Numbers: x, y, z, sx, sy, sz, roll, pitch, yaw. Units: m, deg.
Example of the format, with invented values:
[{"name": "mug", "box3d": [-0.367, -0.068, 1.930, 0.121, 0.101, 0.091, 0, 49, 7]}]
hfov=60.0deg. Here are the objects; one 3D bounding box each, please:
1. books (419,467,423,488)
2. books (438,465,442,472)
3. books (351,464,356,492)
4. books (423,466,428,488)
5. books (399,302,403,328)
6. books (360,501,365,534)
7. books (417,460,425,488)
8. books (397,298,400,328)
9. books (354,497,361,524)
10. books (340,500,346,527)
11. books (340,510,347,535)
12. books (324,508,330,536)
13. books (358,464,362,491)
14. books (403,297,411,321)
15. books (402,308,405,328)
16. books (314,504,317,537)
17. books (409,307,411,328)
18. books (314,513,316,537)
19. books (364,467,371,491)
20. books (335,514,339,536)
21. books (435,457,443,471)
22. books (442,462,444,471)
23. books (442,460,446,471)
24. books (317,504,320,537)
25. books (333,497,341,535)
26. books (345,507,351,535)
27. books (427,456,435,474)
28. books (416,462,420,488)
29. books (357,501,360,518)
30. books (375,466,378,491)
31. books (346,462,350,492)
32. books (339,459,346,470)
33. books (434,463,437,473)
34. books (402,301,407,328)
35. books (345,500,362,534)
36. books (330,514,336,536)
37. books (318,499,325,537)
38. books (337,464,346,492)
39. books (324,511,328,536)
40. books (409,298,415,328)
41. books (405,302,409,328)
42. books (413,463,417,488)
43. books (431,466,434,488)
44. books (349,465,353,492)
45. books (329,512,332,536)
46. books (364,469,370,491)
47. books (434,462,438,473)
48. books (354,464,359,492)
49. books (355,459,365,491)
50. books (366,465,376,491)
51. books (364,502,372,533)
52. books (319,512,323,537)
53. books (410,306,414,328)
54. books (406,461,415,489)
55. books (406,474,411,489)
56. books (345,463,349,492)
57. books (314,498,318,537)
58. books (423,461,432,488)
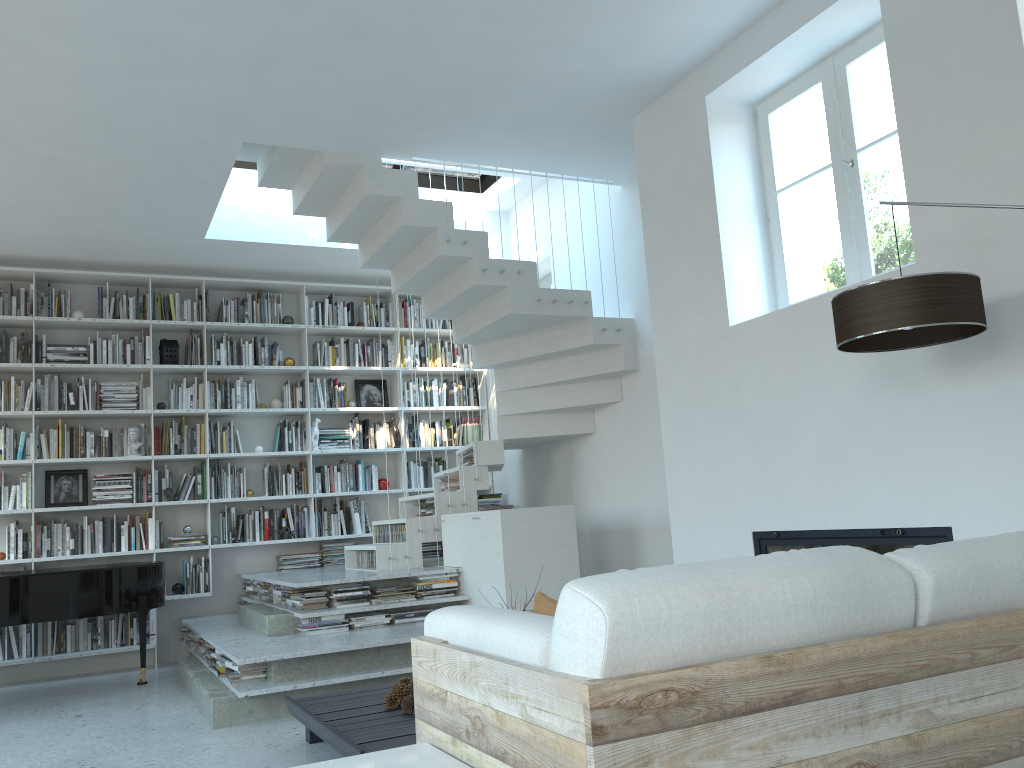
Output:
[{"name": "books", "box3d": [-0.864, 0.870, 8.181, 0.029, 0.201, 0.173, 0, -9, -26]}, {"name": "books", "box3d": [-0.686, 0.868, 8.264, 0.021, 0.205, 0.175, 0, -9, -26]}, {"name": "books", "box3d": [-1.429, 0.844, 7.899, 0.014, 0.249, 0.177, 0, -9, -26]}, {"name": "books", "box3d": [-0.824, 0.869, 8.214, 0.025, 0.208, 0.149, 0, -9, -26]}, {"name": "books", "box3d": [-1.069, -0.616, 8.344, 0.022, 0.275, 0.160, 0, -9, -26]}, {"name": "books", "box3d": [-1.346, 1.188, 7.890, 0.025, 0.287, 0.160, 0, -9, -26]}, {"name": "books", "box3d": [-0.851, 0.841, 8.214, 0.024, 0.267, 0.133, 0, -9, -26]}, {"name": "books", "box3d": [-1.088, -0.637, 8.323, 0.011, 0.313, 0.173, 0, -9, -26]}, {"name": "books", "box3d": [-1.374, 1.172, 7.904, 0.012, 0.325, 0.136, 0, -9, -26]}, {"name": "books", "box3d": [-1.494, 1.183, 7.848, 0.010, 0.303, 0.132, 0, -9, -26]}, {"name": "books", "box3d": [-1.509, 1.223, 7.809, 0.052, 0.217, 0.184, 0, -9, -26]}, {"name": "books", "box3d": [-1.624, 1.209, 7.754, 0.015, 0.243, 0.157, 0, -9, -26]}, {"name": "books", "box3d": [-1.378, 0.846, 7.924, 0.023, 0.243, 0.190, 0, -9, -26]}, {"name": "books", "box3d": [-0.993, -0.642, 8.395, 0.014, 0.331, 0.143, 0, -9, -26]}, {"name": "books", "box3d": [-1.050, -0.588, 8.361, 0.025, 0.222, 0.137, 0, -9, -26]}, {"name": "books", "box3d": [-1.730, 1.190, 7.720, 0.012, 0.286, 0.158, 0, -9, -26]}, {"name": "books", "box3d": [-0.996, -0.595, 8.361, 0.022, 0.228, 0.175, 0, -9, -26]}, {"name": "books", "box3d": [-1.737, 1.225, 7.688, 0.027, 0.208, 0.164, 0, -9, -26]}, {"name": "books", "box3d": [-1.301, 0.863, 7.984, 0.037, 0.218, 0.139, 0, -9, -26]}, {"name": "books", "box3d": [-1.557, 1.239, 7.787, 0.024, 0.185, 0.149, 0, -9, -26]}, {"name": "books", "box3d": [-0.678, 0.830, 8.284, 0.011, 0.284, 0.161, 0, -9, -26]}, {"name": "books", "box3d": [-0.669, 0.854, 8.293, 0.014, 0.237, 0.146, 0, -9, -26]}, {"name": "books", "box3d": [-0.651, 0.847, 8.306, 0.012, 0.253, 0.161, 0, -9, -26]}, {"name": "books", "box3d": [-1.705, 1.189, 7.730, 0.015, 0.286, 0.138, 0, -9, -26]}, {"name": "books", "box3d": [-1.543, 1.165, 7.803, 0.014, 0.333, 0.169, 0, -9, -26]}, {"name": "books", "box3d": [-1.466, 1.212, 7.836, 0.031, 0.239, 0.172, 0, -9, -26]}, {"name": "books", "box3d": [-0.749, 0.825, 8.260, 0.013, 0.296, 0.141, 0, -9, -26]}, {"name": "books", "box3d": [-0.891, 0.851, 8.177, 0.022, 0.241, 0.151, 0, -9, -26]}, {"name": "books", "box3d": [-1.381, 1.191, 7.891, 0.012, 0.284, 0.160, 0, -9, -26]}, {"name": "books", "box3d": [-1.247, 0.859, 8.002, 0.027, 0.223, 0.170, 0, -9, -26]}, {"name": "books", "box3d": [-1.472, 0.835, 7.898, 0.011, 0.271, 0.152, 0, -9, -26]}, {"name": "books", "box3d": [-1.502, 0.821, 7.882, 0.013, 0.298, 0.147, 0, -9, -26]}, {"name": "books", "box3d": [-0.731, 0.857, 8.256, 0.014, 0.230, 0.172, 0, -9, -26]}, {"name": "books", "box3d": [-1.029, -0.622, 8.360, 0.013, 0.286, 0.151, 0, -9, -26]}, {"name": "books", "box3d": [-1.402, 1.180, 7.825, 0.075, 0.291, 0.255, 0, -9, -26]}, {"name": "books", "box3d": [-1.584, 1.239, 7.782, 0.030, 0.187, 0.140, 0, -9, -26]}, {"name": "books", "box3d": [-1.669, 1.171, 7.762, 0.013, 0.326, 0.131, 0, -9, -26]}, {"name": "books", "box3d": [-1.510, 0.839, 7.851, 0.028, 0.254, 0.191, 0, -9, -26]}, {"name": "books", "box3d": [-1.644, 1.225, 7.753, 0.023, 0.214, 0.164, 0, -9, -26]}, {"name": "books", "box3d": [-0.962, -0.639, 8.412, 0.012, 0.326, 0.151, 0, -9, -26]}, {"name": "books", "box3d": [-1.011, -0.615, 8.353, 0.012, 0.268, 0.185, 0, -9, -26]}, {"name": "books", "box3d": [-0.916, 0.853, 8.163, 0.037, 0.235, 0.153, 0, -9, -26]}, {"name": "books", "box3d": [-0.764, 0.873, 8.245, 0.027, 0.200, 0.164, 0, -9, -26]}, {"name": "books", "box3d": [-1.455, 0.848, 7.908, 0.026, 0.246, 0.166, 0, -9, -26]}, {"name": "books", "box3d": [-1.610, 1.228, 7.770, 0.025, 0.209, 0.137, 0, -9, -26]}, {"name": "books", "box3d": [-1.324, 0.869, 7.954, 0.030, 0.200, 0.190, 0, -9, -26]}, {"name": "books", "box3d": [-0.721, 0.854, 8.280, 0.027, 0.242, 0.132, 0, -9, -26]}, {"name": "books", "box3d": [-1.405, 0.846, 7.939, 0.012, 0.253, 0.161, 0, -9, -26]}, {"name": "books", "box3d": [-1.359, 0.824, 7.941, 0.026, 0.290, 0.181, 0, -9, -26]}, {"name": "books", "box3d": [-1.270, 0.853, 7.991, 0.025, 0.235, 0.181, 0, -9, -26]}, {"name": "books", "box3d": [-1.311, 1.196, 7.917, 0.062, 0.273, 0.148, 0, -9, -26]}, {"name": "books", "box3d": [-1.686, 1.228, 7.745, 0.033, 0.213, 0.140, 0, -9, -26]}, {"name": "books", "box3d": [-0.968, -0.601, 8.384, 0.023, 0.243, 0.183, 0, -9, -26]}, {"name": "books", "box3d": [-0.941, 0.844, 8.144, 0.024, 0.251, 0.175, 0, -9, -26]}, {"name": "books", "box3d": [-0.997, 0.835, 8.135, 0.085, 0.278, 0.160, 0, -9, -26]}, {"name": "books", "box3d": [-1.483, 0.837, 7.869, 0.012, 0.261, 0.186, 0, -9, -26]}, {"name": "books", "box3d": [-1.718, 1.164, 7.725, 0.014, 0.336, 0.132, 0, -9, -26]}, {"name": "books", "box3d": [-0.790, 0.844, 8.205, 0.027, 0.248, 0.184, 0, -9, -26]}]
